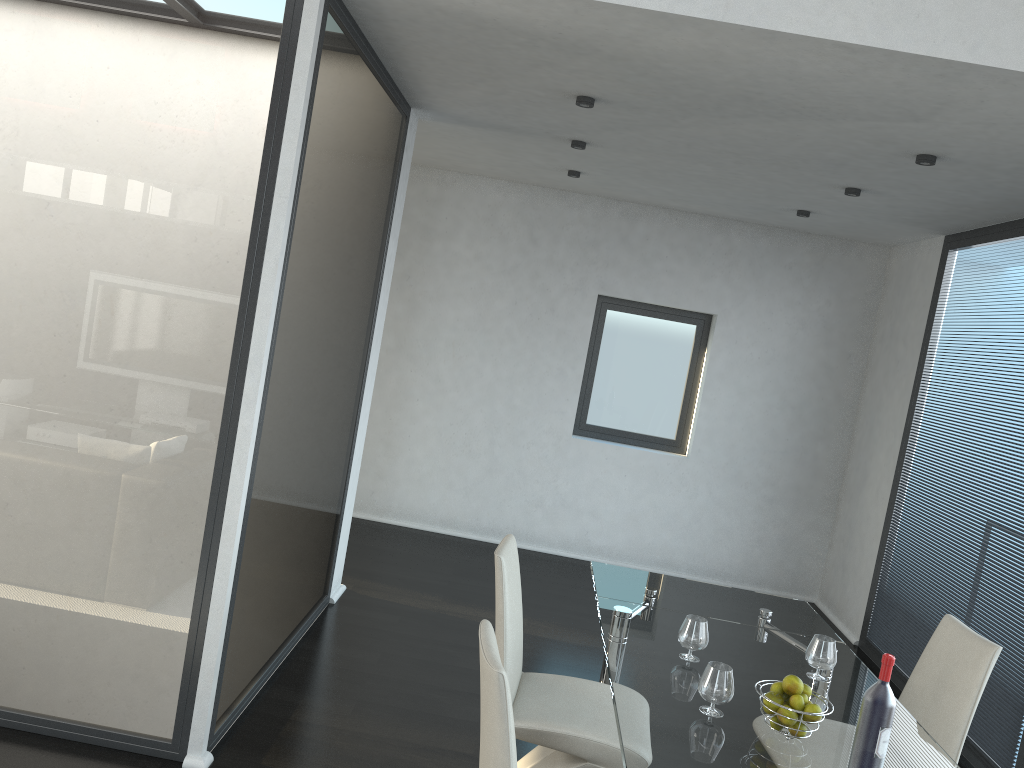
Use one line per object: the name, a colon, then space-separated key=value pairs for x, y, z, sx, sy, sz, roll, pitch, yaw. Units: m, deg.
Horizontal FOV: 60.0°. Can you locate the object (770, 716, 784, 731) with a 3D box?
object: x=0.712 y=0.911 z=2.381 sx=0.038 sy=0.038 sz=0.038 roll=11 pitch=4 yaw=5

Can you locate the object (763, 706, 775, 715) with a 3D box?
object: x=0.705 y=0.877 z=2.411 sx=0.045 sy=0.042 sz=0.045 roll=10 pitch=4 yaw=-4

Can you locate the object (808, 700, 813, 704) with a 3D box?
object: x=0.799 y=0.878 z=2.411 sx=0.040 sy=0.040 sz=0.039 roll=10 pitch=4 yaw=-7

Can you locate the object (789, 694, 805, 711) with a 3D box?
object: x=0.753 y=0.843 z=2.343 sx=0.040 sy=0.043 sz=0.044 roll=11 pitch=4 yaw=16

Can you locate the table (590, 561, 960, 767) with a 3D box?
table: x=0.681 y=1.299 z=2.497 sx=0.940 sy=0.731 sz=2.720 roll=10 pitch=4 yaw=2

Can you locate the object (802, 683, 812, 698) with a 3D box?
object: x=0.795 y=0.838 z=2.424 sx=0.047 sy=0.045 sz=0.047 roll=10 pitch=4 yaw=2

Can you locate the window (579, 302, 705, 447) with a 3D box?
window: x=1.000 y=-0.070 z=6.870 sx=0.800 sy=1.000 sz=0.050 roll=10 pitch=4 yaw=2

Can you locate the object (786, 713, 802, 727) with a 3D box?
object: x=0.756 y=0.906 z=2.408 sx=0.059 sy=0.056 sz=0.061 roll=6 pitch=6 yaw=-43

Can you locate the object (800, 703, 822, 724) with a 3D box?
object: x=0.799 y=0.879 z=2.369 sx=0.058 sy=0.058 sz=0.058 roll=8 pitch=5 yaw=-31

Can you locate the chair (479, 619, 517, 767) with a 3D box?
chair: x=0.145 y=1.117 z=2.130 sx=0.612 sy=0.959 sz=0.471 roll=10 pitch=4 yaw=-8

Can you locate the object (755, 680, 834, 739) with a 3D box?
object: x=0.747 y=0.889 z=2.381 sx=0.206 sy=0.105 sz=0.206 roll=6 pitch=6 yaw=-43

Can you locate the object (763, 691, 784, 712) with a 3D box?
object: x=0.698 y=0.850 z=2.369 sx=0.055 sy=0.048 sz=0.054 roll=10 pitch=4 yaw=-5

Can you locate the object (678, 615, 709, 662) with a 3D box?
object: x=0.581 y=0.815 z=2.844 sx=0.098 sy=0.132 sz=0.098 roll=12 pitch=5 yaw=21

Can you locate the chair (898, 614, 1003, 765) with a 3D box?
chair: x=1.170 y=1.237 z=2.960 sx=0.612 sy=0.959 sz=0.471 roll=10 pitch=4 yaw=-3

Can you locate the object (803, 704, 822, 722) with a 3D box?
object: x=0.789 y=0.863 z=2.326 sx=0.047 sy=0.048 sz=0.047 roll=7 pitch=5 yaw=-36

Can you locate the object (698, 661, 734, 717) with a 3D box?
object: x=0.563 y=0.842 z=2.447 sx=0.098 sy=0.132 sz=0.098 roll=12 pitch=5 yaw=21

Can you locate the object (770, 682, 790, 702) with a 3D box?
object: x=0.729 y=0.839 z=2.415 sx=0.055 sy=0.054 sz=0.050 roll=8 pitch=5 yaw=-29

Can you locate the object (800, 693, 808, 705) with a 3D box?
object: x=0.777 y=0.850 z=2.389 sx=0.040 sy=0.038 sz=0.040 roll=8 pitch=5 yaw=-27

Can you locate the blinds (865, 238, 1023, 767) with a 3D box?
blinds: x=2.454 y=0.480 z=4.711 sx=0.018 sy=2.537 sz=1.787 roll=10 pitch=4 yaw=2

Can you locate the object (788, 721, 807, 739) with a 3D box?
object: x=0.758 y=0.915 z=2.353 sx=0.048 sy=0.048 sz=0.048 roll=11 pitch=4 yaw=13

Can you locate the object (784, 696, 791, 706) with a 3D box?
object: x=0.765 y=0.866 z=2.436 sx=0.047 sy=0.045 sz=0.047 roll=11 pitch=4 yaw=6

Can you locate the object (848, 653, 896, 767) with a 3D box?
object: x=0.892 y=0.822 z=2.175 sx=0.082 sy=0.326 sz=0.082 roll=12 pitch=5 yaw=23

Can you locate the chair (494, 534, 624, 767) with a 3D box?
chair: x=0.169 y=1.058 z=2.972 sx=0.612 sy=0.959 sz=0.471 roll=11 pitch=4 yaw=7

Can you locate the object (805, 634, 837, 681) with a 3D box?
object: x=1.002 y=0.888 z=2.878 sx=0.098 sy=0.132 sz=0.098 roll=12 pitch=5 yaw=21

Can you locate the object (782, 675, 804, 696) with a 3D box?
object: x=0.754 y=0.809 z=2.381 sx=0.055 sy=0.056 sz=0.055 roll=10 pitch=4 yaw=2

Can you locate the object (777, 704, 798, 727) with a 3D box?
object: x=0.725 y=0.873 z=2.334 sx=0.053 sy=0.055 sz=0.054 roll=7 pitch=5 yaw=-34
